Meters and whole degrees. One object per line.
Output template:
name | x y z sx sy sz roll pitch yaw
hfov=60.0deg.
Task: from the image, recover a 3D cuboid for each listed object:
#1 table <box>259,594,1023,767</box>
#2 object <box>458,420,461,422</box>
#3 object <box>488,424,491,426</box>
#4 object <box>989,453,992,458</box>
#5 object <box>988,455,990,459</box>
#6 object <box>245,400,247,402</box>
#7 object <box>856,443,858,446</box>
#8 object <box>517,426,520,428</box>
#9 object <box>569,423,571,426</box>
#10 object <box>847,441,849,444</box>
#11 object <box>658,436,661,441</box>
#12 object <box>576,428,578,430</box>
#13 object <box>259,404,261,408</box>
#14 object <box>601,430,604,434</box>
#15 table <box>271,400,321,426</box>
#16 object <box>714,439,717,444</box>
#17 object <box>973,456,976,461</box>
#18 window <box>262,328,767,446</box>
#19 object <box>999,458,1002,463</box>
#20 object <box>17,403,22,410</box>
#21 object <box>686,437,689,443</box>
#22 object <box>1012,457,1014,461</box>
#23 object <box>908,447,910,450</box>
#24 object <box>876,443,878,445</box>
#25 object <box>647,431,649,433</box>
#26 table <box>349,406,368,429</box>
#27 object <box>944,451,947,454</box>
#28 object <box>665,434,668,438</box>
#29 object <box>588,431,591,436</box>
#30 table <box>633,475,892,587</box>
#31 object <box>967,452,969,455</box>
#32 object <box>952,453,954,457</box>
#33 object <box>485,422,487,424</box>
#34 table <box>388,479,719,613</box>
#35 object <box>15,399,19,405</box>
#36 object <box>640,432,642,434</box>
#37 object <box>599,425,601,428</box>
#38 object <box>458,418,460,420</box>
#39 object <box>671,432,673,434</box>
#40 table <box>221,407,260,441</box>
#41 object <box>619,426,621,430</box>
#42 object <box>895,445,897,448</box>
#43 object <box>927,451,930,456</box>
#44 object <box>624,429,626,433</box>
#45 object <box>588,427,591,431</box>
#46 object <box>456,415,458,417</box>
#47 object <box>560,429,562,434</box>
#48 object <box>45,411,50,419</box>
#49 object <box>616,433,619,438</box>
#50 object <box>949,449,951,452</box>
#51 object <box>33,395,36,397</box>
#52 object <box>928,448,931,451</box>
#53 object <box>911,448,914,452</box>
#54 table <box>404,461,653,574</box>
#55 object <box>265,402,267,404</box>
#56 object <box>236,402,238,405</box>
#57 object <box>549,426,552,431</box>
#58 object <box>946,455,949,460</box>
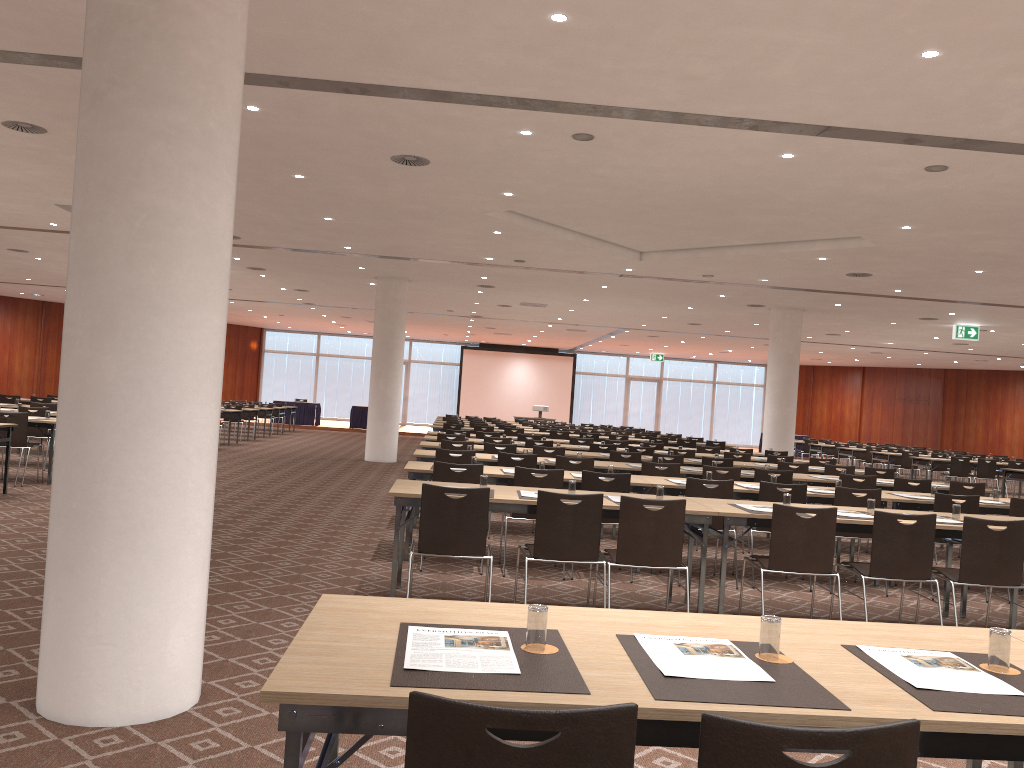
table | 0.520 1.166 2.475 2.267 0.833 0.953 4 -1 -4
object | -1.296 0.955 21.905 0.054 0.114 0.054 4 -1 -38
object | -0.511 0.969 19.956 0.054 0.114 0.054 3 -1 30
object | 13.449 2.012 24.930 0.054 0.114 0.054 4 -1 -38
object | 12.293 1.892 22.856 0.054 0.114 0.054 3 -1 30
object | -8.815 0.597 29.389 0.054 0.114 0.054 4 -1 -15
object | 10.400 1.842 26.721 0.054 0.114 0.054 4 -1 -15
object | 0.140 1.013 19.987 0.054 0.114 0.054 3 -1 30
object | 1.834 1.291 28.128 0.054 0.114 0.054 3 -1 30
object | 10.897 1.916 28.769 0.054 0.114 0.054 4 -1 -15
object | 3.368 1.236 20.222 0.054 0.114 0.054 3 -1 30
object | 1.616 1.155 22.096 0.054 0.114 0.054 4 -1 -38
object | -7.244 0.625 25.492 0.054 0.114 0.054 4 -1 -15
object | 2.256 1.200 22.145 0.054 0.114 0.054 4 -1 -38
table | -7.964 1.077 32.724 1.712 0.832 1.042 4 -1 -4
object | 4.663 1.325 20.302 0.054 0.114 0.054 4 -1 -38
object | 10.812 1.750 20.737 0.054 0.114 0.054 4 -1 -38
window | 0.264 0.251 40.071 22.962 3.872 0.217 4 -1 -4
object | 11.458 1.794 20.793 0.054 0.114 0.054 4 -1 -38
object | -7.735 0.360 13.931 0.054 0.114 0.054 4 -1 -15
object | 4.003 1.280 20.261 0.054 0.114 0.054 3 -1 30
object | 12.938 1.937 22.900 0.054 0.114 0.054 3 -1 30
object | 12.002 1.952 26.838 0.054 0.114 0.054 4 -1 -38
object | 11.871 1.983 28.825 0.054 0.114 0.054 4 -1 -38
object | 3.721 1.341 24.259 0.054 0.114 0.054 3 -1 30
table | -5.133 1.272 32.921 1.712 0.832 1.042 4 -1 -4
object | 12.140 1.922 24.840 0.054 0.114 0.054 4 -1 -38
object | 3.876 1.311 22.262 0.054 0.114 0.054 3 -1 30
object | 1.756 1.125 20.107 0.054 0.114 0.054 4 -1 -38
table | 2.356 1.414 8.662 2.267 0.833 0.953 4 -1 -4
object | 12.785 1.966 24.879 0.054 0.114 0.054 4 -1 -38
object | 11.323 1.825 22.782 0.054 0.114 0.054 4 -1 -38
object | -0.644 1.000 21.938 0.054 0.114 0.054 4 -1 -38
table | 0.237 1.228 6.509 2.267 0.833 0.953 4 -1 -4
object | -8.849 0.323 15.865 0.054 0.114 0.054 3 -1 30
object | 3.222 1.266 22.205 0.054 0.114 0.054 3 -1 30
object | 2.801 1.358 28.201 0.054 0.114 0.054 3 -1 30
object | -1.436 0.985 23.889 0.054 0.114 0.054 4 -1 -38
object | 4.369 1.385 24.293 0.054 0.114 0.054 4 -1 -38
table | -7.952 1.015 23.479 2.267 0.833 0.953 4 -1 -4
object | 3.439 1.402 28.245 0.054 0.114 0.054 3 -1 30
object | 12.514 2.028 28.875 0.054 0.114 0.054 4 -1 -38
object | 10.675 1.780 22.739 0.054 0.114 0.054 4 -1 -38
object | 3.089 1.297 24.214 0.054 0.114 0.054 3 -1 30
object | 2.108 1.230 24.142 0.054 0.114 0.054 3 -1 30
object | -1.725 1.046 27.886 0.054 0.114 0.054 4 -1 -38
object | 1.105 1.080 20.051 0.054 0.114 0.054 4 -1 -38
object | -6.294 0.419 12.024 0.054 0.114 0.054 4 -1 7
object | 2.394 1.169 20.149 0.054 0.114 0.054 4 -1 -38
object | 13.304 2.042 26.927 0.054 0.114 0.054 4 -1 -38
object | -10.381 0.288 19.259 0.054 0.114 0.054 3 -1 30
object | 12.650 1.997 26.873 0.054 0.114 0.054 4 -1 -38
object | 11.189 1.856 24.773 0.054 0.114 0.054 4 -1 -15
table | 0.097 1.258 8.504 2.267 0.833 0.953 4 -1 -4
object | -8.170 0.641 29.436 0.054 0.114 0.054 4 -1 -15
object | -7.897 0.580 25.438 0.054 0.114 0.054 4 -1 -15
object | 0.957 1.110 22.060 0.054 0.114 0.054 4 -1 -38
object | 10.167 1.705 20.694 0.054 0.114 0.054 4 -1 -38
